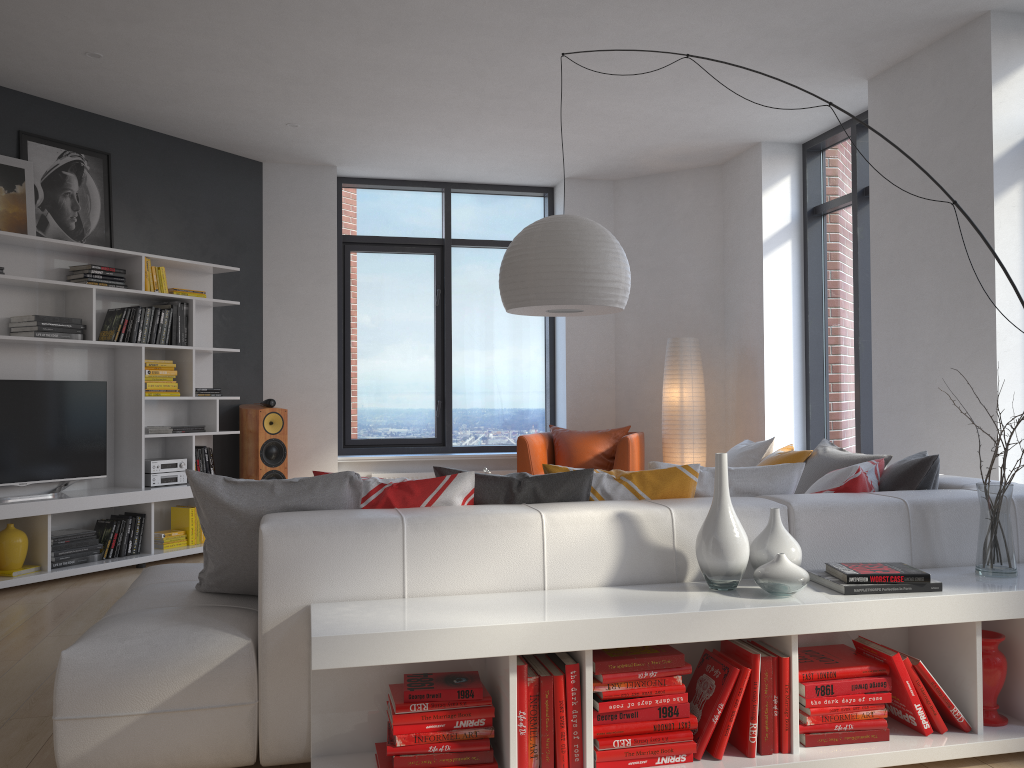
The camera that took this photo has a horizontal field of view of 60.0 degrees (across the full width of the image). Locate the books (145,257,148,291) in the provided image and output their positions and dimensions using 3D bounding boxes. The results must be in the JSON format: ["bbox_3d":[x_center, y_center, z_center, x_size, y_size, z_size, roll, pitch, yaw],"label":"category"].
[{"bbox_3d":[-2.498,-0.728,5.933,0.161,0.229,0.041,-1,-1,31],"label":"books"}]

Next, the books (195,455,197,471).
[{"bbox_3d":[-2.309,0.561,6.275,0.202,0.268,0.053,-1,-1,32],"label":"books"}]

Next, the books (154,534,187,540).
[{"bbox_3d":[-2.339,1.041,6.046,0.134,0.014,0.187,-1,-1,32],"label":"books"}]

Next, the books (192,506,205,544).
[{"bbox_3d":[-2.230,0.987,6.233,0.185,0.250,0.035,-1,-1,32],"label":"books"}]

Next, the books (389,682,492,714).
[{"bbox_3d":[-0.197,0.840,2.394,0.254,0.025,0.178,0,-1,-14],"label":"books"}]

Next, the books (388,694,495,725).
[{"bbox_3d":[-0.194,0.866,2.391,0.269,0.028,0.179,0,-1,-12],"label":"books"}]

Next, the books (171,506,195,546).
[{"bbox_3d":[-2.284,0.983,6.152,0.198,0.255,0.044,-1,-1,32],"label":"books"}]

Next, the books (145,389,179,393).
[{"bbox_3d":[-2.460,0.049,6.095,0.203,0.024,0.257,-1,-1,35],"label":"books"}]

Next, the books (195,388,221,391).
[{"bbox_3d":[-2.236,0.043,6.392,0.161,0.023,0.213,-1,-1,35],"label":"books"}]

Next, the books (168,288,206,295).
[{"bbox_3d":[-2.341,-0.648,6.278,0.203,0.024,0.257,-1,-1,35],"label":"books"}]

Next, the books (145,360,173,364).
[{"bbox_3d":[-2.489,-0.150,6.121,0.163,0.023,0.223,-1,-1,36],"label":"books"}]

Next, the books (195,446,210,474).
[{"bbox_3d":[-2.247,0.570,6.362,0.193,0.255,0.066,-1,-1,31],"label":"books"}]

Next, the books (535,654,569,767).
[{"bbox_3d":[0.108,0.892,2.407,0.042,0.259,0.195,0,-1,-13],"label":"books"}]

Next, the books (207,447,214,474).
[{"bbox_3d":[-2.224,0.575,6.383,0.177,0.242,0.066,-1,-1,32],"label":"books"}]

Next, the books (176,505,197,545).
[{"bbox_3d":[-2.269,0.981,6.180,0.199,0.263,0.015,-1,-1,32],"label":"books"}]

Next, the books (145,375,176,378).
[{"bbox_3d":[-2.474,-0.050,6.107,0.171,0.019,0.239,-1,-1,32],"label":"books"}]

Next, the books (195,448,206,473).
[{"bbox_3d":[-2.252,0.574,6.331,0.169,0.242,0.050,-1,-1,31],"label":"books"}]

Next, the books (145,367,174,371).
[{"bbox_3d":[-2.472,-0.104,6.111,0.227,0.022,0.160,1,-2,-42],"label":"books"}]

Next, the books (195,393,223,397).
[{"bbox_3d":[-2.222,0.081,6.381,0.161,0.023,0.213,-1,-1,35],"label":"books"}]

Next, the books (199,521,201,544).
[{"bbox_3d":[-2.246,0.986,6.212,0.180,0.251,0.019,-1,-1,32],"label":"books"}]

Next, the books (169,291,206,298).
[{"bbox_3d":[-2.332,-0.622,6.275,0.194,0.028,0.257,-1,-1,37],"label":"books"}]

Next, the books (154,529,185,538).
[{"bbox_3d":[-2.352,1.021,6.050,0.138,0.026,0.186,-1,-1,32],"label":"books"}]

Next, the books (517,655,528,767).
[{"bbox_3d":[0.003,0.877,2.389,0.036,0.294,0.208,0,-1,-13],"label":"books"}]

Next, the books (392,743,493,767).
[{"bbox_3d":[-0.194,0.974,2.390,0.259,0.034,0.206,0,-1,-10],"label":"books"}]

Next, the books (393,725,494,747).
[{"bbox_3d":[-0.193,0.919,2.390,0.257,0.025,0.182,0,-1,-13],"label":"books"}]

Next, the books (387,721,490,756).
[{"bbox_3d":[-0.201,0.944,2.381,0.266,0.026,0.187,0,-1,-7],"label":"books"}]

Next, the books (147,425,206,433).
[{"bbox_3d":[-2.360,0.318,6.238,0.250,0.047,0.310,-1,-1,27],"label":"books"}]

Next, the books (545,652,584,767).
[{"bbox_3d":[0.140,0.876,2.420,0.049,0.291,0.214,0,-1,-13],"label":"books"}]

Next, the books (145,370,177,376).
[{"bbox_3d":[-2.467,-0.076,6.115,0.176,0.033,0.239,-1,-1,35],"label":"books"}]

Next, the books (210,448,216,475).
[{"bbox_3d":[-2.233,0.580,6.428,0.179,0.233,0.077,-1,-1,32],"label":"books"}]

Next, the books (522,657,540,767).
[{"bbox_3d":[0.036,0.894,2.400,0.031,0.255,0.181,0,-1,-13],"label":"books"}]

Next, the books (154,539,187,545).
[{"bbox_3d":[-2.343,1.070,6.047,0.148,0.011,0.196,-1,-1,32],"label":"books"}]

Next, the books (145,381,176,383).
[{"bbox_3d":[-2.477,-0.013,6.105,0.189,0.014,0.251,-1,-1,35],"label":"books"}]

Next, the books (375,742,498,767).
[{"bbox_3d":[-0.207,1.007,2.378,0.301,0.032,0.227,0,-1,-13],"label":"books"}]

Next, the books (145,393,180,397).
[{"bbox_3d":[-2.451,0.074,6.093,0.194,0.028,0.257,-1,-1,37],"label":"books"}]

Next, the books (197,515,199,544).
[{"bbox_3d":[-2.242,0.998,6.184,0.156,0.229,0.024,-1,-1,32],"label":"books"}]

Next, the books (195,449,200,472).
[{"bbox_3d":[-2.289,0.577,6.299,0.189,0.240,0.053,-1,-1,32],"label":"books"}]

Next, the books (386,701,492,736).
[{"bbox_3d":[-0.201,0.894,2.406,0.261,0.028,0.191,0,-1,-13],"label":"books"}]

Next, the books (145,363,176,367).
[{"bbox_3d":[-2.465,-0.127,6.117,0.163,0.023,0.223,-1,-1,36],"label":"books"}]

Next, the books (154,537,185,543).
[{"bbox_3d":[-2.329,1.056,6.033,0.113,0.018,0.169,-1,-1,33],"label":"books"}]

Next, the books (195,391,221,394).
[{"bbox_3d":[-2.225,0.062,6.382,0.142,0.015,0.198,-1,-1,30],"label":"books"}]

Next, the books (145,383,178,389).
[{"bbox_3d":[-2.464,0.015,6.100,0.189,0.042,0.243,-1,-1,32],"label":"books"}]

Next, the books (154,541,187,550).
[{"bbox_3d":[-2.339,1.093,6.044,0.147,0.033,0.190,-1,-1,32],"label":"books"}]

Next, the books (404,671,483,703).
[{"bbox_3d":[-0.188,0.814,2.387,0.206,0.029,0.152,0,-1,-7],"label":"books"}]

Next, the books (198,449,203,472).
[{"bbox_3d":[-2.270,0.578,6.316,0.170,0.236,0.049,-1,-1,32],"label":"books"}]

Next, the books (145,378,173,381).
[{"bbox_3d":[-2.465,-0.031,6.087,0.145,0.023,0.217,-1,-1,36],"label":"books"}]
